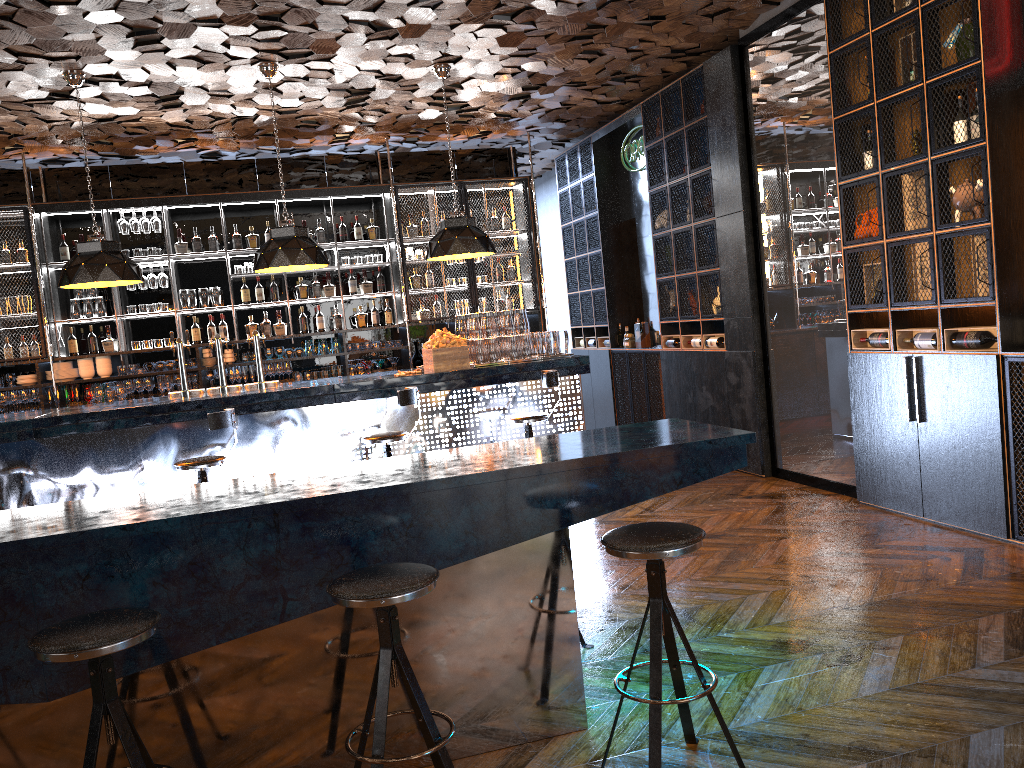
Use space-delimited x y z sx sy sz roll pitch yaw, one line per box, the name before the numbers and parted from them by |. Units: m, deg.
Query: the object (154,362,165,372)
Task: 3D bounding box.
object | -3.599 -0.178 9.061 0.093 0.099 0.093 -6 4 1

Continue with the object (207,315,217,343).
object | -3.170 -0.582 9.357 0.086 0.298 0.086 -3 5 33

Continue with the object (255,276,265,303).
object | -2.699 -1.004 9.473 0.086 0.298 0.086 -3 5 33

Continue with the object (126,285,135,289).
object | -3.887 -1.087 9.003 0.092 0.244 0.092 -3 5 35

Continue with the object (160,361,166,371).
object | -3.658 -0.187 9.266 0.093 0.099 0.093 -7 4 -14

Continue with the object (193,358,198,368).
object | -3.327 -0.218 9.263 0.095 0.096 0.095 -4 5 25

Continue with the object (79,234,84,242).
object | -4.330 -1.367 8.946 0.123 0.279 0.123 -8 5 -27

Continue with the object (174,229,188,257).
object | -3.442 -1.468 9.210 0.123 0.279 0.123 -8 5 -27

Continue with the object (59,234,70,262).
object | -4.514 -1.360 8.940 0.086 0.298 0.086 -3 5 33

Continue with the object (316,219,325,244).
object | -2.074 -1.641 9.590 0.083 0.282 0.083 -7 4 -15

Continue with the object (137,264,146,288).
object | -3.782 -1.100 9.033 0.092 0.244 0.092 -3 5 35

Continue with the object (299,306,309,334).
object | -2.249 -0.688 9.556 0.086 0.297 0.086 -4 4 18

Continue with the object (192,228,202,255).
object | -3.291 -1.489 9.250 0.083 0.282 0.083 -8 5 -30

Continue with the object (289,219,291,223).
object | -2.365 -1.615 9.516 0.086 0.298 0.086 -3 5 33

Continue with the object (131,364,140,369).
object | -3.908 -0.157 9.205 0.089 0.100 0.100 -7 4 -22

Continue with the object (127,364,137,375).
object | -3.852 -0.147 8.990 0.089 0.100 0.100 -4 4 21

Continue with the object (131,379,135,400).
object | -3.893 0.065 9.066 0.084 0.216 0.084 -6 4 -3

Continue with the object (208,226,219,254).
object | -3.132 -1.508 9.295 0.083 0.282 0.083 -6 4 0

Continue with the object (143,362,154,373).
object | -3.702 -0.166 9.036 0.109 0.100 0.109 -8 5 -32

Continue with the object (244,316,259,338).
object | -2.766 -0.601 9.438 0.151 0.248 0.094 -8 5 -26

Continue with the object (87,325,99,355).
object | -4.256 -0.448 8.995 0.086 0.297 0.086 -4 4 18

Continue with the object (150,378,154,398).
object | -3.724 0.044 9.116 0.084 0.216 0.084 -4 5 27

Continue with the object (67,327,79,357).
object | -4.448 -0.426 8.974 0.086 0.299 0.086 -3 5 33

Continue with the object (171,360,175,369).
object | -3.522 -0.191 9.142 0.093 0.099 0.093 -10 6 -44

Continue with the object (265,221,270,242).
object | -2.591 -1.587 9.459 0.086 0.298 0.086 -3 5 33

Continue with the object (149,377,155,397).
object | -3.758 0.038 9.245 0.084 0.216 0.084 -5 4 7

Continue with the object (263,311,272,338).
object | -2.621 -0.637 9.479 0.083 0.282 0.083 -7 4 -15

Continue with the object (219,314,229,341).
object | -3.050 -0.595 9.366 0.086 0.298 0.086 -3 5 33

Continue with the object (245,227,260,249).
object | -2.749 -1.542 9.402 0.151 0.248 0.094 -7 4 -12

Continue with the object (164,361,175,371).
object | -3.489 -0.187 9.043 0.093 0.099 0.093 -5 4 4

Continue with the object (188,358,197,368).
object | -3.303 -0.213 9.159 0.095 0.096 0.095 -5 4 9

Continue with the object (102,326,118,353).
object | -4.108 -0.456 9.049 0.123 0.279 0.123 -6 4 -2

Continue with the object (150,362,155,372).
object | -3.746 -0.172 9.189 0.109 0.100 0.109 -8 5 -32

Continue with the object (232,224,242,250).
object | -2.905 -1.541 9.358 0.083 0.282 0.083 -8 5 -30

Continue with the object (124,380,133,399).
object | -3.862 0.071 8.936 0.084 0.216 0.084 -8 5 -27

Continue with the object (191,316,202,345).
object | -3.313 -0.562 9.291 0.086 0.299 0.086 -3 5 33

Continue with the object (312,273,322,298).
object | -2.120 -1.062 9.602 0.083 0.282 0.083 -7 4 -15

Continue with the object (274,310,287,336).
object | -2.484 -0.650 9.503 0.123 0.279 0.123 -6 4 -2

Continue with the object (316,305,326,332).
object | -2.085 -0.710 9.636 0.086 0.298 0.086 -3 5 33

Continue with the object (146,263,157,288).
object | -3.687 -1.111 9.059 0.092 0.244 0.092 -3 5 35

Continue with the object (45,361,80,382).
object | -4.497 -0.122 8.869 0.306 0.195 0.300 -7 4 -14

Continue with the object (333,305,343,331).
object | -1.907 -0.723 9.678 0.083 0.282 0.083 -8 5 -30

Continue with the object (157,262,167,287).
object | -3.588 -1.123 9.087 0.092 0.244 0.092 -3 5 35

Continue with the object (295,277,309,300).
object | -2.266 -1.026 9.562 0.151 0.248 0.094 -8 5 -26

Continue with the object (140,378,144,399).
object | -3.804 0.054 9.087 0.084 0.216 0.084 -7 4 -23

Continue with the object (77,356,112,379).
object | -4.193 -0.167 8.919 0.309 0.216 0.149 -7 4 -18

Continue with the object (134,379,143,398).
object | -3.771 0.060 8.960 0.084 0.216 0.084 -6 4 0

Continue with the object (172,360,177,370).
object | -3.544 -0.196 9.241 0.093 0.099 0.093 -8 5 -28

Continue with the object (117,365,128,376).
object | -3.916 -0.135 8.914 0.100 0.100 0.089 -6 4 -11

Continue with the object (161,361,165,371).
object | -3.628 -0.182 9.165 0.093 0.099 0.093 -8 5 -28

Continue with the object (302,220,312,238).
object | -2.224 -1.619 9.534 0.123 0.279 0.123 -8 5 -26

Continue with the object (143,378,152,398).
object | -3.684 0.050 8.985 0.084 0.216 0.084 -4 5 27

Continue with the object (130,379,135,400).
object | -3.933 0.059 9.196 0.084 0.216 0.084 -4 4 23

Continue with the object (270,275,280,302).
object | -2.546 -1.019 9.486 0.086 0.297 0.086 -3 5 33

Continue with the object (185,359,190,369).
object | -3.351 -0.201 9.072 0.095 0.096 0.095 -9 5 -41

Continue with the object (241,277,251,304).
object | -2.831 -0.985 9.410 0.086 0.299 0.086 -3 5 33

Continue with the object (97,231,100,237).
object | -4.187 -1.397 9.003 0.086 0.299 0.086 -3 5 33

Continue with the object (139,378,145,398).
object | -3.843 0.049 9.215 0.084 0.216 0.084 -7 4 -17

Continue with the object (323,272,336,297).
object | -1.984 -1.075 9.626 0.123 0.279 0.123 -6 4 -2
